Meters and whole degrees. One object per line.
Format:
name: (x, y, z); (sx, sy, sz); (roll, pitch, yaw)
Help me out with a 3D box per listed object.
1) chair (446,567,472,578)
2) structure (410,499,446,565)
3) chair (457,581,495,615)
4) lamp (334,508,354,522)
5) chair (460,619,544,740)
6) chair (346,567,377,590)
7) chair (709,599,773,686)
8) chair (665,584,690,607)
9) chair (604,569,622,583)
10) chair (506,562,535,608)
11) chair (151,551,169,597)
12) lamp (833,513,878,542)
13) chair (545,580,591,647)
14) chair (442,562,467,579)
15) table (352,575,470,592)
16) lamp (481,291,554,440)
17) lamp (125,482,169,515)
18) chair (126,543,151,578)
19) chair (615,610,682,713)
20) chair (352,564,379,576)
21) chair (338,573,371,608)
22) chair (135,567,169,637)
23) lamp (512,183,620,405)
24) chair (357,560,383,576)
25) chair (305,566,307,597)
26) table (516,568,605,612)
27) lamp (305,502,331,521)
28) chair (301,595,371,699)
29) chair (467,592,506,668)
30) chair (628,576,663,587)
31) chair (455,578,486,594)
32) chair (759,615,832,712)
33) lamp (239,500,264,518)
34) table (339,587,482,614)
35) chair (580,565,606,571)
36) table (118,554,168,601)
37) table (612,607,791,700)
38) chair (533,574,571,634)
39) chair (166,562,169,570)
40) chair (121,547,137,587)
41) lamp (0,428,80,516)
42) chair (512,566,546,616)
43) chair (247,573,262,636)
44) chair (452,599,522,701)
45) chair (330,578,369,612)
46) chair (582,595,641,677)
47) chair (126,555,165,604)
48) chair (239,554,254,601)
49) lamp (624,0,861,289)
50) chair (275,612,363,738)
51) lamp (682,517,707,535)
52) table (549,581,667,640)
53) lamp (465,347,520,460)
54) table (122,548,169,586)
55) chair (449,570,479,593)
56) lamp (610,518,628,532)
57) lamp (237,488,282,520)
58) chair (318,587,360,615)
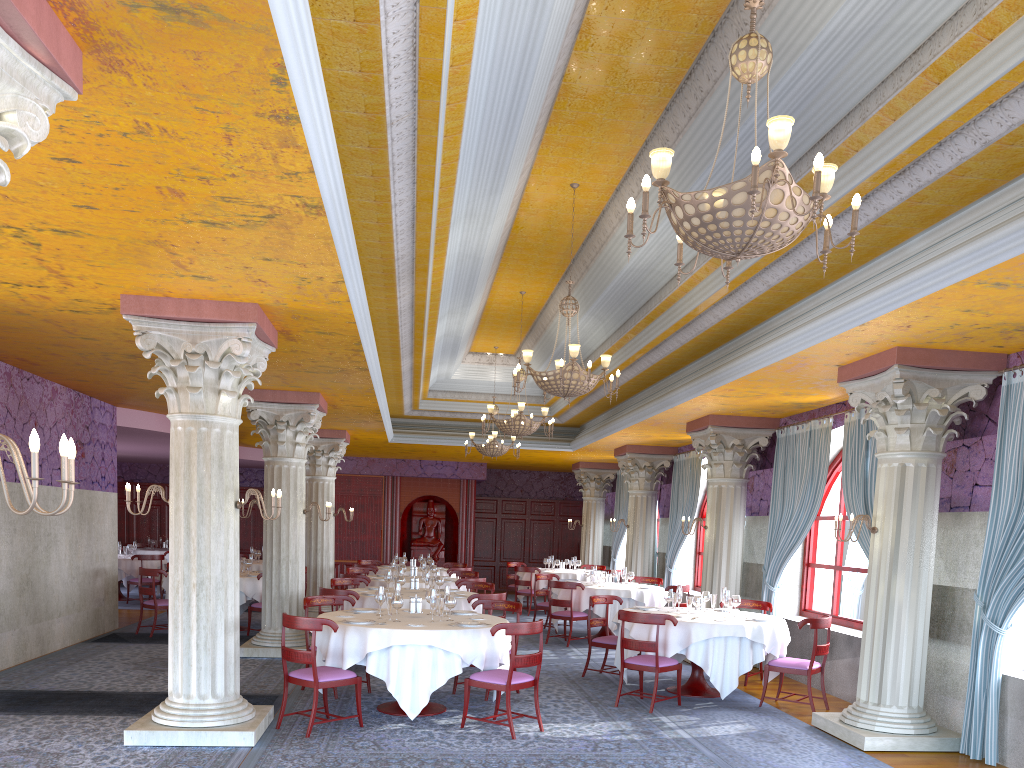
chair: (-1.183, 4.308, 17.624); (0.640, 1.109, 0.748); (4, 2, 38)
structure: (-2.341, 4.117, 23.853); (0.965, 1.879, 0.630); (2, 4, -7)
chair: (-0.641, 3.563, 13.035); (0.742, 1.109, 0.645); (3, 2, 38)
lamp: (-3.310, 2.576, 16.895); (0.382, 0.278, 0.339); (4, -4, -19)
chair: (-0.065, 2.772, 8.153); (0.640, 1.109, 0.748); (4, 2, 38)
chair: (-2.717, 3.953, 15.850); (0.640, 1.109, 0.748); (4, 2, 38)
chair: (3.047, 3.438, 11.440); (0.742, 1.109, 0.645); (3, 2, 38)
chair: (2.671, 3.955, 14.627); (0.640, 1.109, 0.748); (4, 2, 38)
chair: (2.113, 4.722, 19.354); (0.640, 1.109, 0.748); (4, 2, 38)
chair: (0.192, 4.899, 20.857); (0.640, 1.109, 0.748); (4, 2, 38)
chair: (-7.955, 4.417, 19.832); (0.742, 1.109, 0.645); (3, 2, 38)
lamp: (3.296, 1.386, 8.241); (0.382, 0.278, 0.339); (4, -4, -19)
chair: (0.951, 3.855, 14.420); (0.742, 1.109, 0.645); (3, 2, 38)
chair: (-1.385, 4.585, 19.335); (0.742, 1.109, 0.645); (3, 2, 38)
table: (-1.761, 3.918, 15.106); (2.081, 0.965, 2.100); (3, -7, -6)
lamp: (0.113, -0.275, 12.562); (0.949, 2.213, 0.954); (5, 4, 38)
lamp: (-3.157, 1.009, 7.461); (0.382, 0.278, 0.339); (4, -4, -19)
chair: (-10.417, 5.023, 24.032); (0.640, 1.109, 0.748); (4, 2, 38)
chair: (1.530, 3.061, 9.521); (0.742, 1.109, 0.645); (3, 2, 38)
chair: (-2.902, 4.207, 17.416); (0.742, 1.109, 0.645); (3, 2, 38)
chair: (-2.515, 3.676, 14.139); (0.742, 1.109, 0.645); (3, 2, 38)
chair: (-5.622, 3.489, 13.734); (0.742, 1.109, 0.645); (3, 2, 38)
lamp: (0.580, -0.916, 8.609); (0.949, 2.213, 0.954); (5, 4, 38)
chair: (-3.104, 4.485, 19.127); (0.640, 1.109, 0.748); (4, 2, 38)
chair: (-4.105, 3.867, 15.652); (0.742, 1.109, 0.645); (3, 2, 38)
table: (1.147, 4.864, 20.113); (2.081, 0.965, 2.100); (3, -7, -6)
lamp: (-2.753, 1.811, 12.178); (0.382, 0.278, 0.339); (4, -4, -19)
chair: (-1.986, 2.949, 9.656); (0.640, 1.109, 0.748); (4, 2, 38)
chair: (-0.439, 3.286, 11.324); (0.640, 1.109, 0.748); (4, 2, 38)
chair: (2.469, 4.233, 16.338); (0.742, 1.109, 0.645); (3, 2, 38)
chair: (-0.796, 3.776, 14.346); (0.640, 1.109, 0.748); (4, 2, 38)
chair: (3.249, 3.161, 9.729); (0.640, 1.109, 0.748); (4, 2, 38)
lamp: (-3.713, 1.772, 12.167); (0.382, 0.278, 0.339); (4, -4, -19)
table: (-1.404, 3.428, 12.083); (2.081, 0.965, 2.100); (3, -7, -6)
chair: (1.911, 4.999, 21.064); (0.742, 1.109, 0.645); (3, 2, 38)
table: (-8.719, 4.281, 18.881); (2.081, 0.965, 2.100); (3, -7, -6)
table: (2.284, 3.303, 10.489); (2.081, 0.965, 2.100); (3, -7, -6)
chair: (0.750, 4.133, 16.131); (0.640, 1.109, 0.748); (4, 2, 38)
chair: (-5.824, 3.767, 15.445); (0.640, 1.109, 0.748); (4, 2, 38)
chair: (-10.215, 4.745, 22.321); (0.742, 1.109, 0.645); (3, 2, 38)
lamp: (-1.646, 0.290, 2.802); (0.382, 0.278, 0.339); (4, -4, -19)
chair: (0.394, 4.622, 19.146); (0.742, 1.109, 0.645); (3, 2, 38)
chair: (-3.903, 3.590, 13.941); (0.640, 1.109, 0.748); (4, 2, 38)
chair: (-0.267, 3.049, 9.864); (0.742, 1.109, 0.645); (3, 2, 38)
chair: (-2.360, 3.463, 12.827); (0.640, 1.109, 0.748); (4, 2, 38)
chair: (1.328, 3.338, 11.232); (0.640, 1.109, 0.748); (4, 2, 38)
chair: (-7.753, 4.139, 18.121); (0.640, 1.109, 0.748); (4, 2, 38)
chair: (-6.321, 4.450, 19.656); (0.640, 1.109, 0.748); (4, 2, 38)
lamp: (1.124, -1.663, 4.000); (0.949, 2.213, 0.954); (5, 4, 38)
chair: (-1.784, 2.671, 7.945); (0.742, 1.109, 0.645); (3, 2, 38)
lamp: (2.740, 2.149, 12.946); (0.382, 0.278, 0.339); (4, -4, -19)
table: (1.705, 4.097, 15.387); (2.081, 0.965, 2.100); (3, -7, -6)
lamp: (-0.346, 0.356, 16.451); (0.949, 2.213, 0.954); (5, 4, 38)
table: (-9.462, 4.988, 23.288); (2.081, 0.965, 2.100); (3, -7, -6)
chair: (-0.998, 4.054, 16.057); (0.742, 1.109, 0.645); (3, 2, 38)
lamp: (2.189, 2.906, 17.617); (0.382, 0.278, 0.339); (4, -4, -19)
lamp: (-2.197, 1.048, 7.472); (0.382, 0.278, 0.339); (4, -4, -19)
chair: (-2.158, 3.185, 11.116); (0.742, 1.109, 0.645); (3, 2, 38)
